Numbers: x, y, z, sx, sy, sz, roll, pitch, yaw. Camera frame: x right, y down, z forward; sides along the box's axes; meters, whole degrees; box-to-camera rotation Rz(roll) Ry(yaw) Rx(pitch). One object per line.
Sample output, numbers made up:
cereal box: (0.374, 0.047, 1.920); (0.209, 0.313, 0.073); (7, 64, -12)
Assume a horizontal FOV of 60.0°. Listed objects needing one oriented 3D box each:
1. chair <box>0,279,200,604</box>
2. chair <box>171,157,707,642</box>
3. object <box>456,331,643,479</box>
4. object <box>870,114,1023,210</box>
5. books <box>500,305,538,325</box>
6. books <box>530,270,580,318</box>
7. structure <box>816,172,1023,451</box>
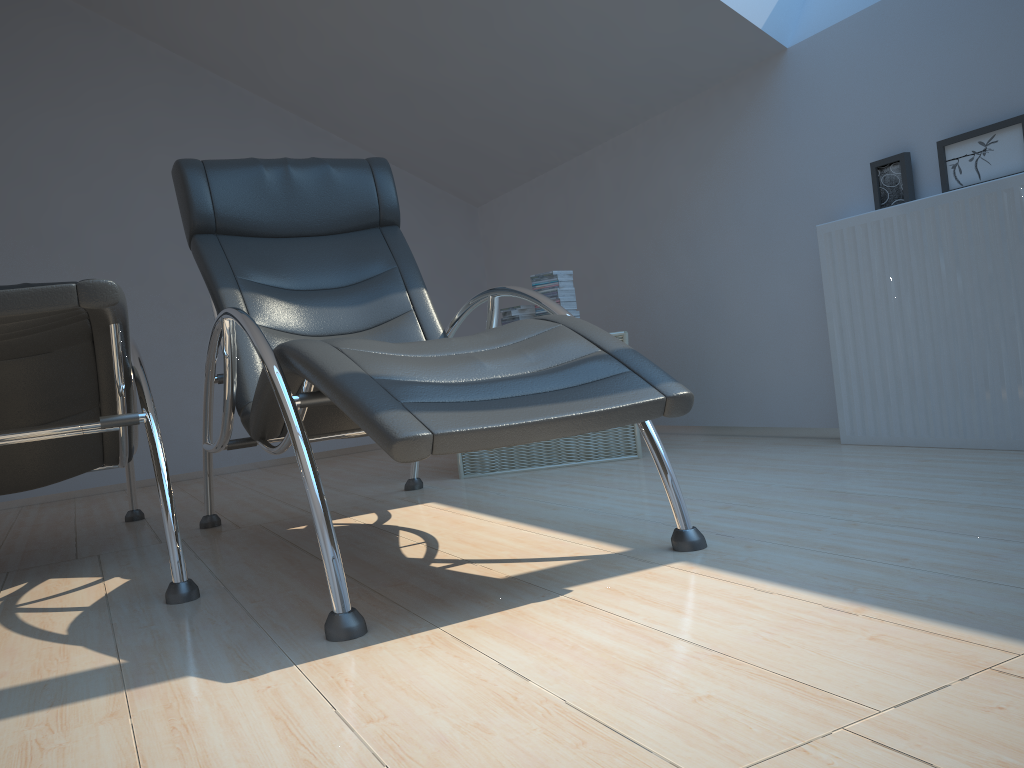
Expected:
chair: (-1.456, 0.086, 2.464); (0.836, 0.953, 2.114); (-8, 2, -26)
chair: (-0.384, -0.196, 2.437); (0.836, 1.251, 1.938); (-8, 2, -26)
object: (0.145, 0.076, 3.917); (0.745, 0.518, 0.744); (-7, 1, 4)
object: (1.442, -0.686, 2.679); (0.030, 0.180, 0.846); (-8, 2, -26)
books: (0.049, -0.251, 3.932); (0.162, 0.184, 0.165); (-8, 2, -28)
books: (0.186, -0.323, 3.777); (0.149, 0.300, 0.149); (-6, 2, 35)
structure: (1.492, -0.204, 2.648); (0.120, 0.800, 1.324); (-8, 2, -26)
